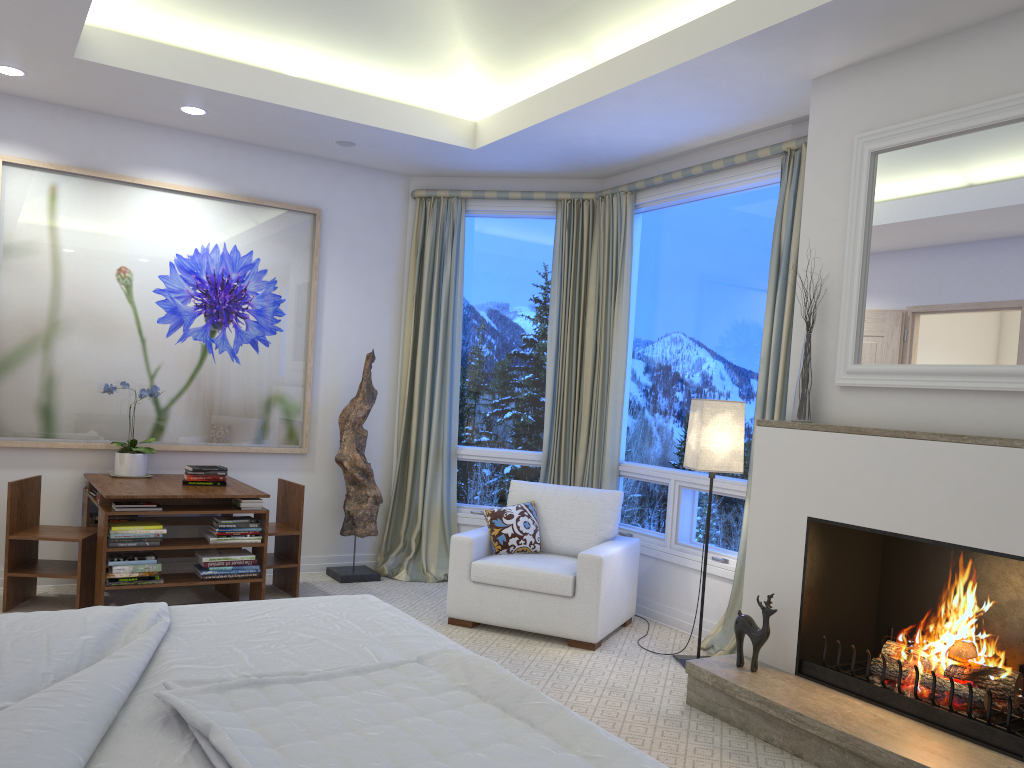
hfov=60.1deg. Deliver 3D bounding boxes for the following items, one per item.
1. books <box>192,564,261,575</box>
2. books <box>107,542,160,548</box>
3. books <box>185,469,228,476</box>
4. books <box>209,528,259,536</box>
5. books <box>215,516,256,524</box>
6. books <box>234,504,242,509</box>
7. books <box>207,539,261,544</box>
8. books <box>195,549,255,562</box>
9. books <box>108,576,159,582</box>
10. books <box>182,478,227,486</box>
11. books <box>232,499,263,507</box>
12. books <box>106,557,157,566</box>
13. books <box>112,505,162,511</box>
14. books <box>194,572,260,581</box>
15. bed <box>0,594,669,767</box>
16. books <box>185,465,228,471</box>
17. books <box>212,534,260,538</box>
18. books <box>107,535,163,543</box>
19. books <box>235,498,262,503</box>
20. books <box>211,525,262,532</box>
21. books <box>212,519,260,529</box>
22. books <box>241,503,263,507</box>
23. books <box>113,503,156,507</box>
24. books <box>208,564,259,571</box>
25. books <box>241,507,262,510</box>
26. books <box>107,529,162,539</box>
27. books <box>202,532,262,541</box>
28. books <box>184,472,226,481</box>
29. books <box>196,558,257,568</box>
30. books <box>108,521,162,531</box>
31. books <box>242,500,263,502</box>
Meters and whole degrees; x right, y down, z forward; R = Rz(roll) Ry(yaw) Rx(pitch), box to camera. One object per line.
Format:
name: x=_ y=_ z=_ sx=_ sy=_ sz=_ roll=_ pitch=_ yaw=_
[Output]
books: x=-1.404 y=0.906 z=4.355 sx=0.285 sy=0.018 sz=0.181 roll=4 pitch=-1 yaw=-31
books: x=-1.764 y=0.732 z=4.111 sx=0.217 sy=0.020 sz=0.156 roll=4 pitch=-1 yaw=-31
books: x=-1.582 y=0.455 z=4.578 sx=0.205 sy=0.020 sz=0.124 roll=4 pitch=-1 yaw=-21
books: x=-1.370 y=0.725 z=4.361 sx=0.209 sy=0.015 sz=0.145 roll=4 pitch=-1 yaw=-31
books: x=-1.365 y=0.668 z=4.363 sx=0.177 sy=0.017 sz=0.113 roll=4 pitch=-1 yaw=-31
books: x=-1.305 y=0.605 z=4.374 sx=0.103 sy=0.013 sz=0.142 roll=4 pitch=-1 yaw=-31
books: x=-1.376 y=0.763 z=4.367 sx=0.240 sy=0.017 sz=0.172 roll=4 pitch=-1 yaw=-26
books: x=-1.411 y=0.842 z=4.352 sx=0.249 sy=0.022 sz=0.179 roll=4 pitch=-1 yaw=-31
books: x=-1.766 y=0.889 z=4.111 sx=0.217 sy=0.021 sz=0.156 roll=4 pitch=-1 yaw=-31
books: x=-1.589 y=0.507 z=4.588 sx=0.212 sy=0.027 sz=0.154 roll=4 pitch=-1 yaw=-16
books: x=-1.307 y=0.587 z=4.378 sx=0.112 sy=0.022 sz=0.153 roll=4 pitch=-1 yaw=-31
books: x=-1.765 y=0.816 z=4.101 sx=0.205 sy=0.019 sz=0.118 roll=4 pitch=-1 yaw=-31
books: x=-1.741 y=0.572 z=4.115 sx=0.201 sy=0.014 sz=0.136 roll=4 pitch=-1 yaw=-31
books: x=-1.409 y=0.928 z=4.369 sx=0.277 sy=0.032 sz=0.192 roll=4 pitch=-1 yaw=-31
bed: x=-0.878 y=0.722 z=1.678 sx=2.022 sy=0.816 sz=1.964 roll=4 pitch=0 yaw=-32
books: x=-1.579 y=0.436 z=4.577 sx=0.180 sy=0.019 sz=0.125 roll=4 pitch=-1 yaw=-36
books: x=-1.364 y=0.738 z=4.363 sx=0.205 sy=0.011 sz=0.148 roll=4 pitch=-1 yaw=-31
books: x=-1.759 y=0.713 z=4.111 sx=0.235 sy=0.019 sz=0.143 roll=4 pitch=-1 yaw=-31
books: x=-1.300 y=0.570 z=4.374 sx=0.103 sy=0.013 sz=0.142 roll=4 pitch=-1 yaw=-31
books: x=-1.363 y=0.710 z=4.368 sx=0.218 sy=0.017 sz=0.137 roll=4 pitch=-1 yaw=-31
books: x=-1.361 y=0.690 z=4.368 sx=0.205 sy=0.026 sz=0.124 roll=4 pitch=-1 yaw=-26
books: x=-1.307 y=0.587 z=4.378 sx=0.108 sy=0.020 sz=0.150 roll=4 pitch=-1 yaw=-31
books: x=-1.753 y=0.559 z=4.113 sx=0.174 sy=0.008 sz=0.111 roll=4 pitch=-1 yaw=-31
books: x=-1.381 y=0.892 z=4.365 sx=0.234 sy=0.018 sz=0.169 roll=4 pitch=-1 yaw=-26
books: x=-1.305 y=0.605 z=4.375 sx=0.101 sy=0.012 sz=0.140 roll=4 pitch=-1 yaw=-31
books: x=-1.757 y=0.694 z=4.118 sx=0.222 sy=0.020 sz=0.154 roll=4 pitch=-1 yaw=-31
books: x=-1.382 y=0.749 z=4.368 sx=0.249 sy=0.015 sz=0.179 roll=4 pitch=-1 yaw=-31
books: x=-1.589 y=0.479 z=4.577 sx=0.190 sy=0.031 sz=0.131 roll=4 pitch=-1 yaw=-26
books: x=-1.404 y=0.868 z=4.359 sx=0.257 sy=0.034 sz=0.155 roll=4 pitch=-1 yaw=-31
books: x=-1.755 y=0.659 z=4.119 sx=0.217 sy=0.019 sz=0.156 roll=4 pitch=-1 yaw=-31
books: x=-1.301 y=0.570 z=4.374 sx=0.100 sy=0.012 sz=0.139 roll=4 pitch=-1 yaw=-31
